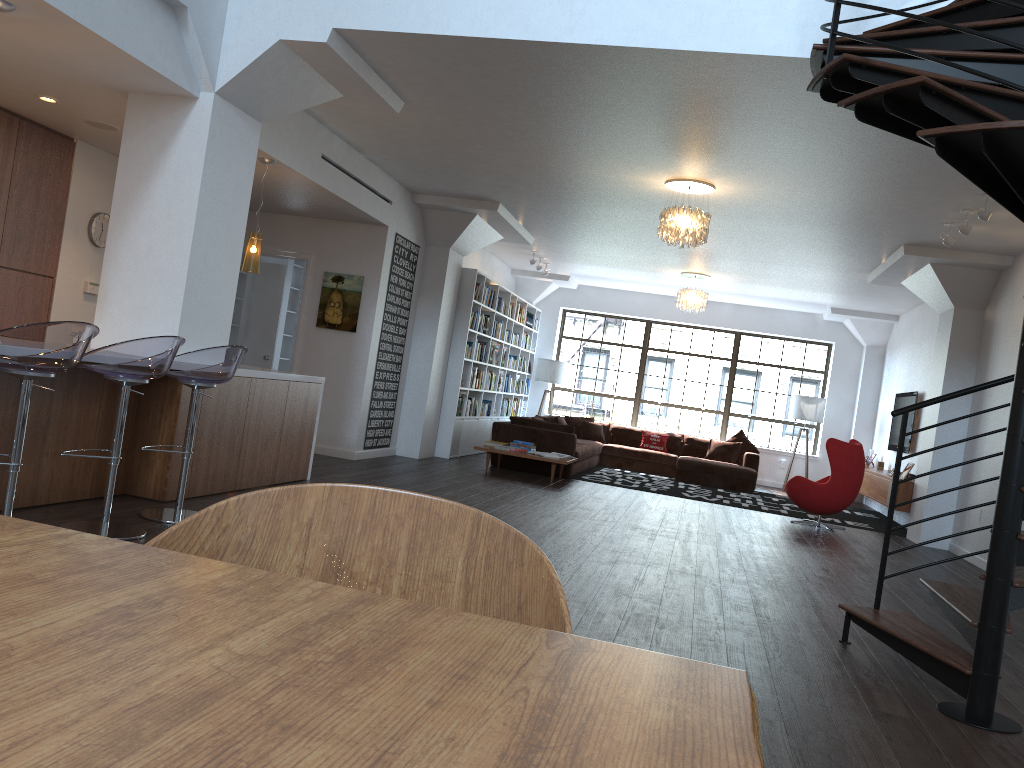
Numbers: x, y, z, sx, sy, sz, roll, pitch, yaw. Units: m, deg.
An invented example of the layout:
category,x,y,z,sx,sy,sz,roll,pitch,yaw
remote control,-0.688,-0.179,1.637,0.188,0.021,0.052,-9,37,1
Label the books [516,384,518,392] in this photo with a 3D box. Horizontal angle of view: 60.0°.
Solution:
category,x,y,z,sx,sy,sz,roll,pitch,yaw
books,-0.001,0.024,14.650,0.183,0.253,0.039,9,0,12

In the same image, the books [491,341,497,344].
category,x,y,z,sx,sy,sz,roll,pitch,yaw
books,-0.346,-0.601,12.621,0.223,0.027,0.161,8,0,22

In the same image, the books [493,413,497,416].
category,x,y,z,sx,sy,sz,roll,pitch,yaw
books,-0.394,0.442,13.442,0.284,0.035,0.197,9,0,12

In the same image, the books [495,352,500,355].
category,x,y,z,sx,sy,sz,roll,pitch,yaw
books,-0.299,-0.464,13.028,0.183,0.042,0.253,9,0,12

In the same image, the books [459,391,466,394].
category,x,y,z,sx,sy,sz,roll,pitch,yaw
books,-0.719,0.099,11.418,0.223,0.027,0.161,8,0,22

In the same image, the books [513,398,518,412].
category,x,y,z,sx,sy,sz,roll,pitch,yaw
books,0.017,0.385,14.877,0.140,0.298,0.044,9,0,12

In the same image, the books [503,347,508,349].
category,x,y,z,sx,sy,sz,roll,pitch,yaw
books,-0.202,-0.559,13.375,0.224,0.030,0.161,8,0,22

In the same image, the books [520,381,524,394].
category,x,y,z,sx,sy,sz,roll,pitch,yaw
books,0.089,0.051,15.053,0.168,0.228,0.139,9,0,12

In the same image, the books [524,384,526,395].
category,x,y,z,sx,sy,sz,roll,pitch,yaw
books,0.150,0.057,15.276,0.172,0.235,0.112,9,0,12

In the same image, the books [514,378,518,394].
category,x,y,z,sx,sy,sz,roll,pitch,yaw
books,-0.013,0.020,14.546,0.174,0.251,0.051,9,0,12

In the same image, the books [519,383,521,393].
category,x,y,z,sx,sy,sz,roll,pitch,yaw
books,0.061,0.048,14.897,0.161,0.223,0.032,9,0,12

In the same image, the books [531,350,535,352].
category,x,y,z,sx,sy,sz,roll,pitch,yaw
books,0.224,-0.592,15.356,0.284,0.035,0.197,8,0,42

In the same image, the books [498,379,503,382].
category,x,y,z,sx,sy,sz,roll,pitch,yaw
books,-0.271,-0.073,13.470,0.253,0.040,0.183,9,0,12

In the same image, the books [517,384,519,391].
category,x,y,z,sx,sy,sz,roll,pitch,yaw
books,0.023,0.027,14.753,0.160,0.251,0.036,9,0,12

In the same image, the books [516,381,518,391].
category,x,y,z,sx,sy,sz,roll,pitch,yaw
books,0.004,0.038,14.614,0.161,0.223,0.030,9,0,12

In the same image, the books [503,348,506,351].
category,x,y,z,sx,sy,sz,roll,pitch,yaw
books,-0.208,-0.530,13.366,0.223,0.031,0.161,9,0,12

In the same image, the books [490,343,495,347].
category,x,y,z,sx,sy,sz,roll,pitch,yaw
books,-0.355,-0.565,12.644,0.174,0.045,0.240,9,0,12

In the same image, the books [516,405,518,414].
category,x,y,z,sx,sy,sz,roll,pitch,yaw
books,0.014,0.431,14.923,0.144,0.207,0.048,9,0,12

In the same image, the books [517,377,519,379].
category,x,y,z,sx,sy,sz,roll,pitch,yaw
books,-0.004,-0.119,14.556,0.223,0.031,0.161,9,0,12

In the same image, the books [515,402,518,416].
category,x,y,z,sx,sy,sz,roll,pitch,yaw
books,-0.015,0.406,14.831,0.189,0.247,0.057,9,0,12

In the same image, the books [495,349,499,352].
category,x,y,z,sx,sy,sz,roll,pitch,yaw
books,-0.298,-0.500,13.036,0.161,0.033,0.223,9,0,12

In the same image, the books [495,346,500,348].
category,x,y,z,sx,sy,sz,roll,pitch,yaw
books,-0.281,-0.553,13.049,0.144,0.024,0.208,8,0,17

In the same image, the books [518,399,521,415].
category,x,y,z,sx,sy,sz,roll,pitch,yaw
books,0.043,0.394,15.096,0.176,0.290,0.053,9,0,12

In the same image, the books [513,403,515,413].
category,x,y,z,sx,sy,sz,roll,pitch,yaw
books,-0.045,0.399,14.683,0.160,0.250,0.027,9,0,12

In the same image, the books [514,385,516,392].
category,x,y,z,sx,sy,sz,roll,pitch,yaw
books,-0.024,0.033,14.506,0.161,0.223,0.030,9,0,12

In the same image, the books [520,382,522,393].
category,x,y,z,sx,sy,sz,roll,pitch,yaw
books,0.076,0.059,14.967,0.161,0.221,0.035,9,0,12

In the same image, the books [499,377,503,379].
category,x,y,z,sx,sy,sz,roll,pitch,yaw
books,-0.258,-0.106,13.475,0.223,0.032,0.161,9,0,12

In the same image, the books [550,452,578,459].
category,x,y,z,sx,sy,sz,roll,pitch,yaw
books,0.591,0.856,10.668,0.256,0.035,0.350,8,0,38

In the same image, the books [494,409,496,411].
category,x,y,z,sx,sy,sz,roll,pitch,yaw
books,-0.388,0.376,13.446,0.254,0.032,0.174,8,0,17

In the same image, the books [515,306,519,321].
category,x,y,z,sx,sy,sz,roll,pitch,yaw
books,0.002,-1.111,13.889,0.171,0.246,0.057,9,0,12

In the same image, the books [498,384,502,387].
category,x,y,z,sx,sy,sz,roll,pitch,yaw
books,-0.288,0.008,13.493,0.259,0.040,0.180,9,0,12

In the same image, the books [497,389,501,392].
category,x,y,z,sx,sy,sz,roll,pitch,yaw
books,-0.299,0.084,13.465,0.246,0.038,0.171,9,0,12

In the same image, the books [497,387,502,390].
category,x,y,z,sx,sy,sz,roll,pitch,yaw
books,-0.295,0.046,13.468,0.251,0.037,0.160,8,0,17

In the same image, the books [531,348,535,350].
category,x,y,z,sx,sy,sz,roll,pitch,yaw
books,0.229,-0.625,15.356,0.284,0.033,0.197,8,0,27

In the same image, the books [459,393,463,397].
category,x,y,z,sx,sy,sz,roll,pitch,yaw
books,-0.727,0.135,11.441,0.174,0.045,0.240,9,0,2

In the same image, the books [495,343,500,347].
category,x,y,z,sx,sy,sz,roll,pitch,yaw
books,-0.270,-0.585,13.044,0.129,0.043,0.185,8,0,27

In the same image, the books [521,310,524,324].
category,x,y,z,sx,sy,sz,roll,pitch,yaw
books,0.096,-1.097,14.310,0.160,0.250,0.026,9,0,12

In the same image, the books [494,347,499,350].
category,x,y,z,sx,sy,sz,roll,pitch,yaw
books,-0.303,-0.530,13.062,0.223,0.027,0.161,9,0,2

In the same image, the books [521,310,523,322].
category,x,y,z,sx,sy,sz,roll,pitch,yaw
books,0.076,-1.102,14.205,0.183,0.253,0.034,9,0,12

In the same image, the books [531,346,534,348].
category,x,y,z,sx,sy,sz,roll,pitch,yaw
books,0.235,-0.658,15.351,0.174,0.032,0.254,9,0,-43

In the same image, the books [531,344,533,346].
category,x,y,z,sx,sy,sz,roll,pitch,yaw
books,0.237,-0.686,15.355,0.204,0.025,0.144,8,0,42

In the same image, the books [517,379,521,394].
category,x,y,z,sx,sy,sz,roll,pitch,yaw
books,0.044,0.030,14.834,0.183,0.253,0.042,9,0,12

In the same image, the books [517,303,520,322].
category,x,y,z,sx,sy,sz,roll,pitch,yaw
books,0.020,-1.130,13.970,0.176,0.290,0.053,9,0,12

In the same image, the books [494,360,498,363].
category,x,y,z,sx,sy,sz,roll,pitch,yaw
books,-0.316,-0.339,13.022,0.160,0.039,0.251,8,0,17

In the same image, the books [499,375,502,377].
category,x,y,z,sx,sy,sz,roll,pitch,yaw
books,-0.234,-0.131,13.456,0.161,0.026,0.223,9,0,2

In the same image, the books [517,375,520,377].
category,x,y,z,sx,sy,sz,roll,pitch,yaw
books,0.002,-0.149,14.565,0.224,0.030,0.161,8,0,22

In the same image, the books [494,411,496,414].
category,x,y,z,sx,sy,sz,roll,pitch,yaw
books,-0.389,0.409,13.442,0.284,0.033,0.197,9,0,-3

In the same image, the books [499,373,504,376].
category,x,y,z,sx,sy,sz,roll,pitch,yaw
books,-0.237,-0.157,13.465,0.208,0.024,0.144,8,0,17

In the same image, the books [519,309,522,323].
category,x,y,z,sx,sy,sz,roll,pitch,yaw
books,0.053,-1.094,14.140,0.168,0.231,0.037,9,0,12

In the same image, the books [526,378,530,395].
category,x,y,z,sx,sy,sz,roll,pitch,yaw
books,0.203,0.038,15.523,0.176,0.290,0.053,9,0,12

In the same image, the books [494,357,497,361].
category,x,y,z,sx,sy,sz,roll,pitch,yaw
books,-0.335,-0.382,13.023,0.180,0.042,0.259,9,0,12

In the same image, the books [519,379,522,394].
category,x,y,z,sx,sy,sz,roll,pitch,yaw
books,0.065,0.034,14.933,0.160,0.251,0.039,9,0,12

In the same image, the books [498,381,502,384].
category,x,y,z,sx,sy,sz,roll,pitch,yaw
books,-0.271,-0.032,13.476,0.231,0.044,0.168,9,0,7

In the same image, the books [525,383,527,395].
category,x,y,z,sx,sy,sz,roll,pitch,yaw
books,0.169,0.072,15.373,0.161,0.213,0.118,9,0,12

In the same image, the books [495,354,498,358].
category,x,y,z,sx,sy,sz,roll,pitch,yaw
books,-0.312,-0.423,13.034,0.168,0.045,0.231,9,0,7

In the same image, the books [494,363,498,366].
category,x,y,z,sx,sy,sz,roll,pitch,yaw
books,-0.319,-0.299,13.023,0.171,0.039,0.246,9,0,12

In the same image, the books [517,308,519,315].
category,x,y,z,sx,sy,sz,roll,pitch,yaw
books,0.009,-1.098,13.930,0.161,0.223,0.027,9,0,12

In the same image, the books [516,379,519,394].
category,x,y,z,sx,sy,sz,roll,pitch,yaw
books,0.017,0.029,14.717,0.171,0.246,0.036,9,0,12

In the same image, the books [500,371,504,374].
category,x,y,z,sx,sy,sz,roll,pitch,yaw
books,-0.237,-0.189,13.459,0.185,0.041,0.129,8,0,27
